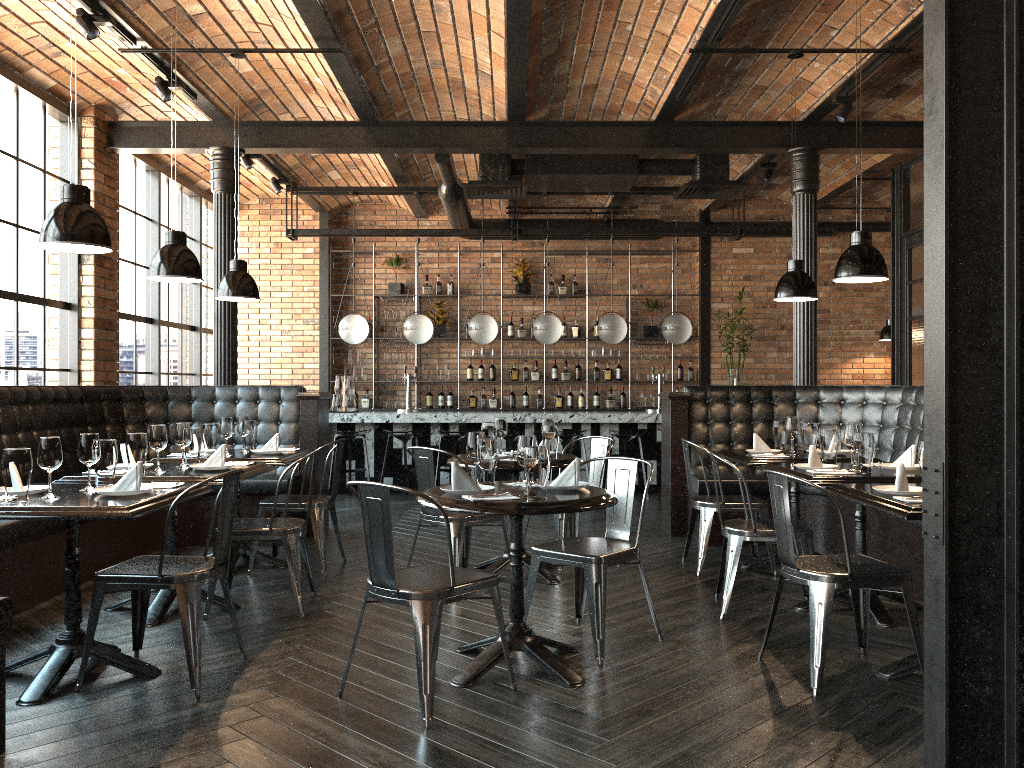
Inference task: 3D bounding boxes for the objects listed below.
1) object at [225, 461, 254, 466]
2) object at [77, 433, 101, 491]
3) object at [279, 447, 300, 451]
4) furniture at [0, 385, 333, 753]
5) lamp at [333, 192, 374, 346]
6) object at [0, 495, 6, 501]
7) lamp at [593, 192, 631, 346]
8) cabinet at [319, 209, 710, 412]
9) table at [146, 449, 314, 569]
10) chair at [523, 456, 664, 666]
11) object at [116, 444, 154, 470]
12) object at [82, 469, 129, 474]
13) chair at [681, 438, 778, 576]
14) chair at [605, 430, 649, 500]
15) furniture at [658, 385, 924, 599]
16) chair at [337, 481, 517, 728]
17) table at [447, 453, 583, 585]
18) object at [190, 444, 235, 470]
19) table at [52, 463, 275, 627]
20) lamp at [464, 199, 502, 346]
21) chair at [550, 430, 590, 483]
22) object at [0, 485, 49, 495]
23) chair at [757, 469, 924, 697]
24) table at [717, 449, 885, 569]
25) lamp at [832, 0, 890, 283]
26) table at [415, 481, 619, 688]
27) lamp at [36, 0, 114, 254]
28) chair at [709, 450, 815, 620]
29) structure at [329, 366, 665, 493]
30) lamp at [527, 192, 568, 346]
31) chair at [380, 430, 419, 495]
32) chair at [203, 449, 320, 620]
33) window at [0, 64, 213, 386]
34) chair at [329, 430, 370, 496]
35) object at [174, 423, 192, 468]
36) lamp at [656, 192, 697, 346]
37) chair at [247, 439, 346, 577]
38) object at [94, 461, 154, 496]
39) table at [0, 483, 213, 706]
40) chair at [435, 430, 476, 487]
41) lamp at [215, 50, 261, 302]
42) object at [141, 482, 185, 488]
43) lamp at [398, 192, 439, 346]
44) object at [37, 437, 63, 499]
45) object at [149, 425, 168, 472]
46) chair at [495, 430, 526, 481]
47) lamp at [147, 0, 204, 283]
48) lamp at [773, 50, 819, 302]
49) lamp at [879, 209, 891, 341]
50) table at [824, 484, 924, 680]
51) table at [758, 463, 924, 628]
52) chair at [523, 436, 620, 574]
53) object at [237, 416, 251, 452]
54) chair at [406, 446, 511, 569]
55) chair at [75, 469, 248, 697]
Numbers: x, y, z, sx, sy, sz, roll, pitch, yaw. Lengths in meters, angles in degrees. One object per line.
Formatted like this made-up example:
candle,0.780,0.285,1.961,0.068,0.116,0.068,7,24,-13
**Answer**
object,-1.615,0.451,5.067,0.255,0.019,0.157,0,0,0
object,-1.821,0.336,3.820,0.092,0.244,0.092,0,0,39
object,-1.616,0.453,6.180,0.255,0.019,0.157,0,0,0
furniture,-2.507,0.612,4.797,1.979,1.212,5.451,0,0,0
lamp,-1.795,-1.306,10.056,0.340,1.754,0.340,0,0,-44
object,-2.069,0.449,3.501,0.255,0.019,0.157,0,0,0
lamp,1.136,-1.306,10.058,0.340,1.754,0.340,0,0,-44
cabinet,-0.857,-0.600,11.809,7.075,3.779,0.564,0,0,0
table,-1.835,0.840,5.900,0.872,0.758,0.872,0,0,0
chair,0.378,0.787,4.182,0.504,0.857,0.558,0,0,40
object,-2.071,0.396,4.815,0.232,0.139,0.232,0,0,-6
object,-2.070,0.450,4.592,0.255,0.019,0.157,0,0,0
chair,1.406,0.790,5.857,0.558,0.857,0.504,0,0,0
chair,1.229,0.854,9.562,0.475,0.737,0.414,0,0,5
furniture,2.226,0.612,4.798,1.979,1.212,5.451,0,0,0
chair,-0.339,0.786,3.461,0.504,0.857,0.558,0,0,40
table,0.019,0.840,5.656,0.866,0.758,0.866,0,0,-37
object,-1.626,0.396,4.810,0.232,0.139,0.232,0,0,-3
table,-1.834,0.838,4.796,0.872,0.758,0.872,0,0,0
lamp,-0.330,-1.306,10.057,0.340,1.754,0.340,0,0,-44
chair,0.610,0.854,9.561,0.475,0.737,0.414,0,0,-5
object,-2.070,0.394,3.724,0.232,0.139,0.232,0,0,-6
chair,1.360,0.787,3.725,0.558,0.857,0.504,0,0,-10
table,1.881,0.840,5.888,0.872,0.758,0.872,0,0,0
lamp,1.892,-1.389,4.812,0.291,1.653,0.291,0,0,45
table,0.021,0.837,3.820,0.866,0.758,0.866,0,0,-37
lamp,-1.823,-1.390,3.707,0.291,1.653,0.291,0,0,-25
chair,1.348,0.788,4.776,0.558,0.857,0.504,0,0,10
structure,0.508,0.510,10.670,5.346,1.430,1.930,0,0,0
lamp,0.403,-1.306,10.057,0.340,1.754,0.340,0,0,-44
chair,-1.175,0.854,9.560,0.475,0.737,0.414,0,0,5
chair,-1.334,0.788,4.825,0.558,0.857,0.504,0,0,-5
window,-3.728,-0.659,3.563,0.168,3.253,16.179,0,0,0
chair,-1.746,0.854,9.559,0.475,0.737,0.414,0,0,-10
object,-1.822,0.337,4.911,0.092,0.244,0.092,0,0,-39
lamp,1.869,-1.306,10.059,0.340,1.754,0.340,0,0,-44
chair,-1.392,0.790,5.868,0.558,0.857,0.504,0,0,5
object,-1.625,0.394,3.719,0.232,0.139,0.232,0,0,-3
table,-1.834,0.837,3.706,0.872,0.758,0.872,0,0,0
chair,-0.612,0.854,9.560,0.475,0.737,0.414,0,0,-5
lamp,-1.824,-1.388,5.912,0.291,1.653,0.291,0,0,45
object,-1.614,0.450,3.976,0.255,0.019,0.157,0,0,0
lamp,-1.062,-1.306,10.056,0.340,1.754,0.340,0,0,-44
object,-1.854,0.336,3.559,0.092,0.244,0.092,0,0,39
object,-1.855,0.337,4.650,0.092,0.244,0.092,0,0,39
chair,-0.031,0.854,9.561,0.475,0.737,0.414,0,0,10
lamp,-1.824,-1.389,4.809,0.291,1.653,0.291,0,0,25
lamp,1.891,-1.387,5.915,0.291,1.653,0.291,0,0,45
lamp,4.781,-1.380,11.192,0.291,1.653,0.291,0,0,-25
table,1.883,0.837,3.694,0.872,0.758,0.872,0,0,0
table,1.882,0.838,4.784,0.872,0.758,0.872,0,0,0
chair,0.396,0.790,6.021,0.558,0.857,0.504,0,0,-35
object,-1.823,0.339,6.024,0.092,0.244,0.092,0,0,-39
chair,-0.326,0.789,5.296,0.504,0.857,0.558,0,0,45
chair,-1.427,0.787,3.706,0.558,0.857,0.504,0,0,5
